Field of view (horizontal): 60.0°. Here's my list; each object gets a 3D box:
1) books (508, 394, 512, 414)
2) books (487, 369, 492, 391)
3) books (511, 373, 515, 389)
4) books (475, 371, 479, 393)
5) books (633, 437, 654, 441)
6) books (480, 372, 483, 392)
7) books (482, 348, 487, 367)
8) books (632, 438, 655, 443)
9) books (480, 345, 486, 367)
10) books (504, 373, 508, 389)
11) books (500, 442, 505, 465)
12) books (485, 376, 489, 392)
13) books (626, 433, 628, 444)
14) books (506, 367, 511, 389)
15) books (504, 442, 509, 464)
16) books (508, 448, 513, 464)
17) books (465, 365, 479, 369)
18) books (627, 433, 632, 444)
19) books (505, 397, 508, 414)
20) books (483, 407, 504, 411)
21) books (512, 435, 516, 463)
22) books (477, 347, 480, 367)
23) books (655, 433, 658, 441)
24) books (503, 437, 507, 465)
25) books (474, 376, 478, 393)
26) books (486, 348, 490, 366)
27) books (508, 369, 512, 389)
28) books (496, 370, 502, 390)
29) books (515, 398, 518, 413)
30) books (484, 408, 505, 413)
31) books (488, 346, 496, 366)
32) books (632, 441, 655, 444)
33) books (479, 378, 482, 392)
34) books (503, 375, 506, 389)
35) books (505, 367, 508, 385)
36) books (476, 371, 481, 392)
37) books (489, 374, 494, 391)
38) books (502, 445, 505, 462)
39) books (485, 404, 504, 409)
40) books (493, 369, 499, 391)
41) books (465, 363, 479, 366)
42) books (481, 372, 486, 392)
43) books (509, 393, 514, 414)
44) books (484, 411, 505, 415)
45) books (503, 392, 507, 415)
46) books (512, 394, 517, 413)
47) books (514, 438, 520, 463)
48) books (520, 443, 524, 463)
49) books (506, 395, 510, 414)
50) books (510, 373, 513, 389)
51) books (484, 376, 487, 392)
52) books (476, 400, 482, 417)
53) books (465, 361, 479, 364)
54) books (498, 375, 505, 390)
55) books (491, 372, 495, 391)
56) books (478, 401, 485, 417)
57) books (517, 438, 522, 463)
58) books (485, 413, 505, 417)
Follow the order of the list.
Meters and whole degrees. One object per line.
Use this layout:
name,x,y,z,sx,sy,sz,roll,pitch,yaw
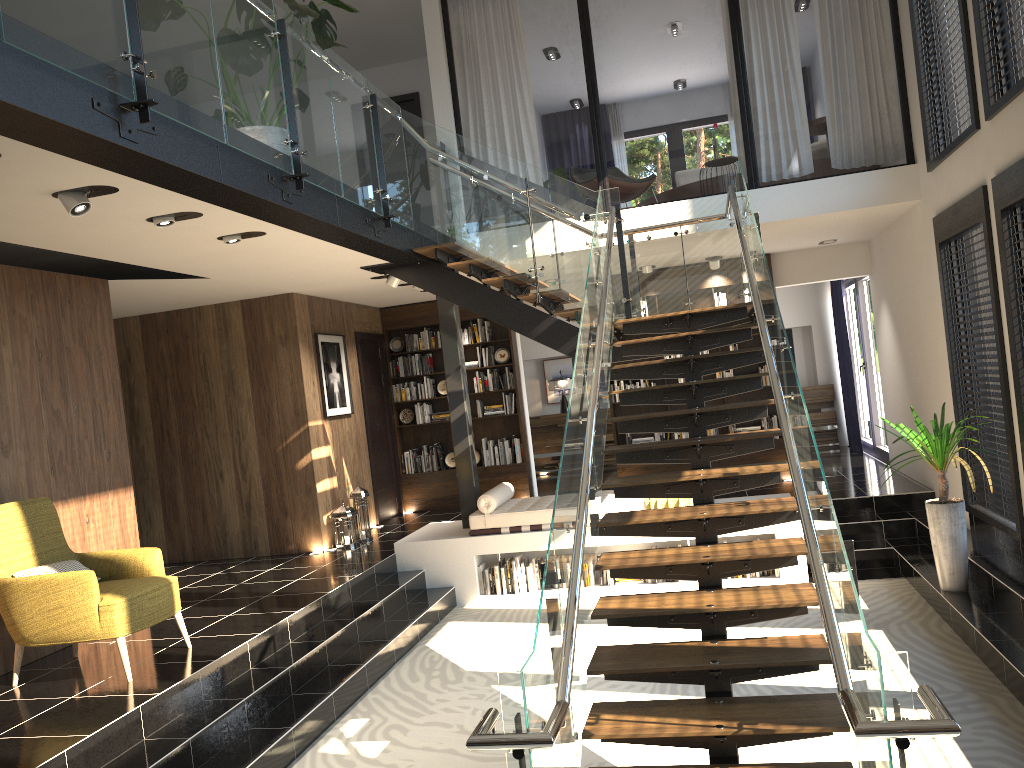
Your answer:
books,-0.006,0.251,11.352,0.038,0.257,0.138,-6,0,13
books,-0.276,-0.049,11.345,0.020,0.281,0.153,-6,0,13
books,0.031,-0.042,11.260,0.026,0.196,0.170,-6,0,13
books,-0.429,-0.031,11.394,0.025,0.280,0.145,-6,0,13
books,1.630,0.682,10.995,0.257,0.024,0.167,-7,0,13
books,-0.367,-0.024,11.361,0.014,0.253,0.169,-6,0,13
books,-0.332,-0.341,11.379,0.025,0.235,0.232,-6,0,13
books,1.635,0.707,11.006,0.271,0.025,0.156,-7,0,14
books,-0.372,-0.362,11.385,0.049,0.286,0.259,-6,0,13
books,-0.065,-0.038,11.286,0.020,0.209,0.147,-6,0,13
books,-0.112,0.882,11.353,0.029,0.286,0.137,-6,0,13
books,-0.300,-0.003,11.330,0.032,0.195,0.182,-6,0,13
books,1.448,0.711,11.049,0.025,0.270,0.156,-6,0,13
books,-0.034,-0.076,11.274,0.016,0.278,0.201,-6,0,13
books,-0.053,0.872,11.336,0.018,0.292,0.191,-6,0,13
books,-0.005,0.916,11.358,0.032,0.195,0.134,-6,0,13
books,-0.539,-0.215,11.472,0.239,0.033,0.176,-7,0,10
books,1.461,0.675,10.999,0.028,0.340,0.203,-6,0,13
books,-0.050,0.272,11.353,0.024,0.226,0.141,-6,0,12
books,-0.219,0.316,11.389,0.266,0.019,0.157,-7,0,14
books,0.027,0.832,11.320,0.065,0.354,0.164,-6,0,12
books,-0.402,-0.347,11.409,0.023,0.264,0.218,-6,0,13
books,1.786,0.665,10.941,0.031,0.284,0.177,-6,0,13
books,-0.072,0.855,11.339,0.016,0.332,0.195,-6,0,13
books,-0.452,0.007,11.408,0.033,0.211,0.132,-6,0,13
books,-0.294,-0.347,11.388,0.047,0.238,0.225,-6,0,13
books,-0.011,-0.063,11.293,0.018,0.246,0.144,-6,0,12
books,-0.169,-0.052,11.311,0.016,0.262,0.155,-6,0,13
books,0.080,0.267,11.310,0.021,0.204,0.169,-6,0,13
books,-0.217,0.340,11.383,0.263,0.030,0.159,-7,0,10
books,-0.258,-0.357,11.364,0.035,0.251,0.196,-6,0,13
books,1.635,0.735,10.992,0.287,0.030,0.176,-7,0,10
books,-0.382,0.014,11.372,0.028,0.180,0.130,-6,0,13
books,-0.082,-0.026,11.309,0.026,0.190,0.121,-6,0,13
books,-0.047,-0.075,11.296,0.018,0.278,0.114,-6,0,12
books,-0.411,-0.029,11.372,0.019,0.272,0.175,-6,0,13
books,-0.252,-0.021,11.329,0.027,0.219,0.139,-6,0,13
books,-0.082,0.897,11.362,0.022,0.250,0.144,-6,0,13
books,-0.220,0.291,11.397,0.239,0.031,0.146,-7,0,13
books,-0.194,-0.057,11.323,0.037,0.277,0.179,-6,0,13
books,-0.545,-0.246,11.459,0.266,0.030,0.209,-7,0,13
books,-0.353,-0.026,11.348,0.021,0.253,0.167,-6,0,13
books,0.008,0.244,11.300,0.013,0.267,0.177,-6,0,13
books,-0.216,0.369,11.375,0.271,0.028,0.174,-7,0,8
books,-0.077,0.248,11.334,0.014,0.279,0.202,-6,0,13
books,0.037,0.247,11.289,0.047,0.253,0.210,-6,0,12
books,0.079,0.846,11.314,0.035,0.315,0.168,-6,0,13
books,0.142,0.873,11.304,0.029,0.247,0.139,-6,0,13
books,-0.040,0.260,11.317,0.014,0.247,0.192,-6,0,13
books,0.010,-0.042,11.281,0.023,0.200,0.120,-6,0,12
books,-0.322,-0.003,11.365,0.026,0.200,0.154,-6,0,13
books,-0.415,0.315,11.434,0.028,0.224,0.161,-6,0,13
books,-0.546,-0.271,11.468,0.264,0.021,0.189,-7,0,11
books,-0.122,-0.025,11.328,0.060,0.196,0.119,-7,0,12
books,-0.221,-0.034,11.346,0.030,0.239,0.146,-6,0,13
books,-0.389,0.321,11.399,0.036,0.206,0.215,-6,0,12
books,0.109,0.847,11.300,0.029,0.306,0.149,-6,0,13
books,-0.210,0.393,11.386,0.245,0.021,0.159,-7,0,15
